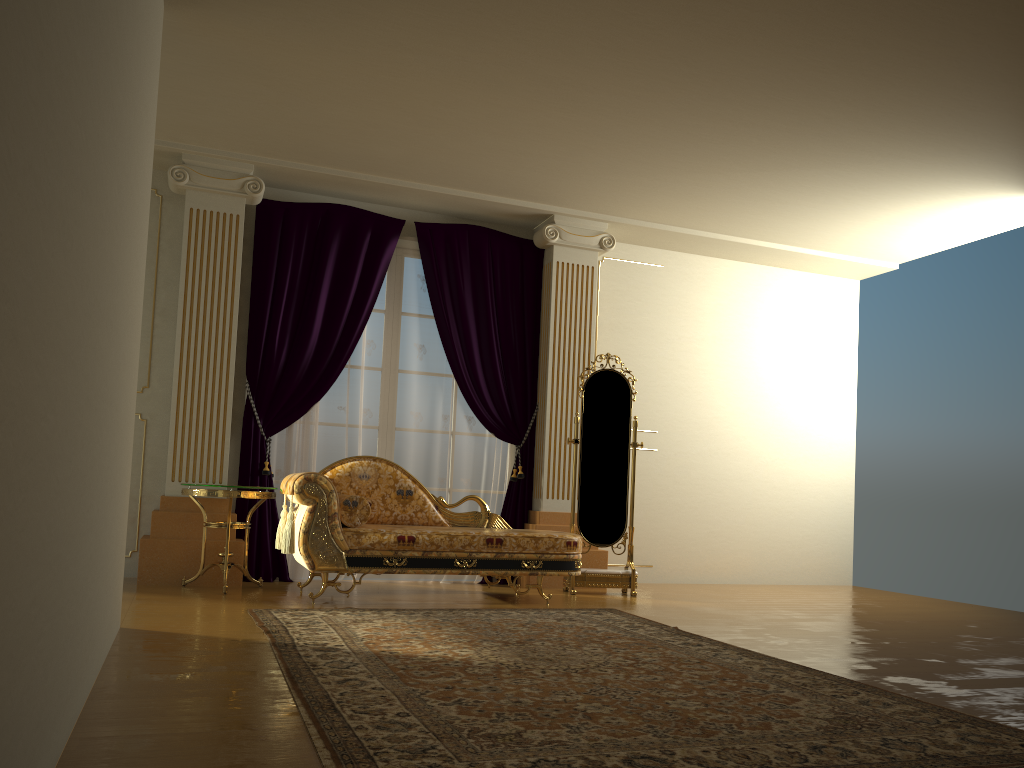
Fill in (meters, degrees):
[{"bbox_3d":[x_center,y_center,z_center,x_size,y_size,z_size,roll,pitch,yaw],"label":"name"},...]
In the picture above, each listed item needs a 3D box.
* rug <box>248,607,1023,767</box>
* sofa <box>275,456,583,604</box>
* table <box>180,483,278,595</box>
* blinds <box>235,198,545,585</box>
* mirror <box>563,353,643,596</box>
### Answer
[{"bbox_3d":[0.148,1.091,3.503,2.120,0.017,3.092,5,-8,-20],"label":"rug"},{"bbox_3d":[-0.471,0.889,5.464,1.896,0.867,0.696,5,-5,-20],"label":"sofa"},{"bbox_3d":[-1.747,0.942,5.418,0.571,0.640,0.574,0,-6,25],"label":"table"},{"bbox_3d":[-0.827,0.104,6.396,2.239,2.640,0.340,4,-4,-19],"label":"blinds"},{"bbox_3d":[0.647,0.620,6.208,0.542,1.691,0.244,3,-3,-10],"label":"mirror"}]
